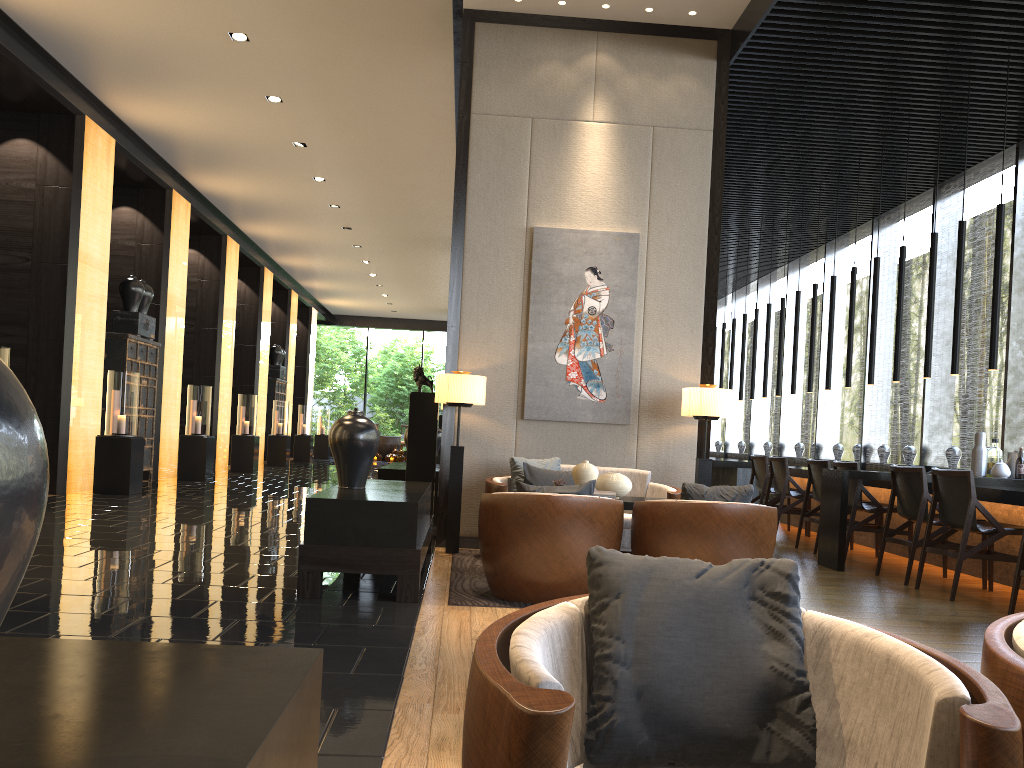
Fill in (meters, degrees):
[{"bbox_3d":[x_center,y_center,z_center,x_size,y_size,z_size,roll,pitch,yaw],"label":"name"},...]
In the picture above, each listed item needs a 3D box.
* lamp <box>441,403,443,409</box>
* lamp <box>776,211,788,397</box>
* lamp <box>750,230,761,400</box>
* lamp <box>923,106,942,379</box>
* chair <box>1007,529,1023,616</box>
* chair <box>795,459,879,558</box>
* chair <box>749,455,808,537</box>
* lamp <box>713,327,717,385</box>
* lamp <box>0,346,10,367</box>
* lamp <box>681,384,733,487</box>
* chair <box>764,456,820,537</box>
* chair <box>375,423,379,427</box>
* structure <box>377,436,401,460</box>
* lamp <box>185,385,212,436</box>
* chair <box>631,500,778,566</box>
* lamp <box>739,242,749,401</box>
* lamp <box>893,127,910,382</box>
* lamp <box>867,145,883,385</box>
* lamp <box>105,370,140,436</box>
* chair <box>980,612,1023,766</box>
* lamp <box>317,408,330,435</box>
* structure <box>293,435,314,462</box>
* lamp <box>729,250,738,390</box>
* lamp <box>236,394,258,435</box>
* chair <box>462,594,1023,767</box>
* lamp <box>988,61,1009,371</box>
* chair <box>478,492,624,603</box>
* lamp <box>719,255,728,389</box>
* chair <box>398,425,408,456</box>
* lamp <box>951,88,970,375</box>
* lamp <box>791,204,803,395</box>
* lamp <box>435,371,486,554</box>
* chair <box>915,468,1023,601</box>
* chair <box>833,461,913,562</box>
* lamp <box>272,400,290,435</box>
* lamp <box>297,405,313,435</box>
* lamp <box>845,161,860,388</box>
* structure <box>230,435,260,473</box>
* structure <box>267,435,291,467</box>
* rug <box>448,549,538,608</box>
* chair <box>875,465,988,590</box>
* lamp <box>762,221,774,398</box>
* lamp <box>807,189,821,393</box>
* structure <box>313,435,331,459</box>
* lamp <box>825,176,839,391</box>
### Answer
[{"bbox_3d":[-0.511,0.700,8.396,0.374,1.319,0.375,3,0,41],"label":"lamp"},{"bbox_3d":[3.468,-1.050,11.327,0.060,2.420,0.060,3,0,-8],"label":"lamp"},{"bbox_3d":[3.411,-0.992,12.346,0.060,2.420,0.060,3,0,-8],"label":"lamp"},{"bbox_3d":[3.669,-1.257,7.692,0.060,2.420,0.060,3,0,-8],"label":"lamp"},{"bbox_3d":[3.088,0.917,4.759,0.563,0.827,0.526,3,-1,-3],"label":"chair"},{"bbox_3d":[2.912,1.097,7.931,0.563,0.827,0.526,3,-1,-3],"label":"chair"},{"bbox_3d":[2.825,1.188,9.517,0.563,0.827,0.526,3,-1,-3],"label":"chair"},{"bbox_3d":[3.298,-0.876,14.388,0.060,2.420,0.060,3,0,-38],"label":"lamp"},{"bbox_3d":[-4.305,0.056,7.222,0.337,0.729,0.336,3,-1,-30],"label":"lamp"},{"bbox_3d":[1.447,0.684,6.693,0.374,1.350,0.375,3,0,26],"label":"lamp"},{"bbox_3d":[2.856,1.155,8.942,0.563,0.827,0.526,3,-1,-3],"label":"chair"},{"bbox_3d":[-4.287,1.714,26.660,0.520,1.076,0.536,3,-1,-3],"label":"chair"},{"bbox_3d":[-3.706,1.885,26.009,0.874,0.710,0.875,3,-2,-15],"label":"structure"},{"bbox_3d":[-4.630,0.389,13.087,0.337,0.729,0.337,3,-1,-1],"label":"lamp"},{"bbox_3d":[1.067,0.930,4.870,0.804,0.604,0.606,3,-2,-3],"label":"chair"},{"bbox_3d":[3.383,-0.963,12.855,0.060,2.420,0.060,3,0,-8],"label":"lamp"},{"bbox_3d":[3.638,-1.225,8.242,0.060,2.420,0.060,3,0,-8],"label":"lamp"},{"bbox_3d":[3.610,-1.196,8.757,0.060,2.420,0.060,3,0,-8],"label":"lamp"},{"bbox_3d":[-4.468,0.223,10.155,0.336,0.729,0.337,3,-1,2],"label":"lamp"},{"bbox_3d":[1.169,0.733,1.482,0.804,0.604,0.606,3,-2,-3],"label":"chair"},{"bbox_3d":[-5.279,1.056,24.816,0.337,0.729,0.336,3,-1,-16],"label":"lamp"},{"bbox_3d":[-5.151,1.589,21.878,0.402,0.657,0.402,3,-1,-3],"label":"structure"},{"bbox_3d":[3.355,-0.934,13.369,0.060,2.420,0.060,3,0,-8],"label":"lamp"},{"bbox_3d":[-4.792,0.556,16.019,0.337,0.729,0.337,3,-1,-1],"label":"lamp"},{"bbox_3d":[0.315,0.686,1.435,0.804,0.604,0.606,3,-2,-3],"label":"chair"},{"bbox_3d":[3.721,-1.311,6.739,0.060,2.420,0.060,3,0,-8],"label":"lamp"},{"bbox_3d":[0.213,0.883,4.823,0.804,0.604,0.606,3,-2,-3],"label":"chair"},{"bbox_3d":[3.326,-0.905,13.881,0.060,2.420,0.060,3,0,-38],"label":"lamp"},{"bbox_3d":[-3.162,1.776,26.722,0.520,1.076,0.536,3,-1,-3],"label":"chair"},{"bbox_3d":[3.693,-1.281,7.261,0.060,2.420,0.060,3,0,-8],"label":"lamp"},{"bbox_3d":[3.496,-1.079,10.814,0.060,2.420,0.060,3,0,-8],"label":"lamp"},{"bbox_3d":[-0.410,0.584,6.590,0.375,1.347,0.374,3,0,-42],"label":"lamp"},{"bbox_3d":[3.032,0.975,5.771,0.563,0.827,0.526,3,-1,-3],"label":"chair"},{"bbox_3d":[2.944,1.065,7.357,0.563,0.827,0.526,3,-1,-3],"label":"chair"},{"bbox_3d":[-4.954,0.722,18.951,0.337,0.729,0.337,3,-1,-1],"label":"lamp"},{"bbox_3d":[-5.117,0.889,21.883,0.337,0.729,0.337,3,-1,-1],"label":"lamp"},{"bbox_3d":[3.581,-1.167,9.270,0.060,2.420,0.060,3,0,-8],"label":"lamp"},{"bbox_3d":[-4.827,1.255,16.014,0.402,0.657,0.402,3,-1,-3],"label":"structure"},{"bbox_3d":[-4.989,1.422,18.946,0.402,0.657,0.402,3,-1,-3],"label":"structure"},{"bbox_3d":[0.583,1.254,5.731,1.958,0.008,2.244,3,-3,-3],"label":"rug"},{"bbox_3d":[3.000,1.007,6.345,0.563,0.827,0.526,3,-1,-3],"label":"chair"},{"bbox_3d":[3.439,-1.021,11.839,0.060,2.420,0.060,3,0,-8],"label":"lamp"},{"bbox_3d":[3.525,-1.109,10.290,0.060,2.420,0.060,3,0,-8],"label":"lamp"},{"bbox_3d":[-5.314,1.755,24.810,0.402,0.657,0.402,3,-1,-3],"label":"structure"},{"bbox_3d":[3.553,-1.138,9.782,0.060,2.420,0.060,3,0,-8],"label":"lamp"}]
